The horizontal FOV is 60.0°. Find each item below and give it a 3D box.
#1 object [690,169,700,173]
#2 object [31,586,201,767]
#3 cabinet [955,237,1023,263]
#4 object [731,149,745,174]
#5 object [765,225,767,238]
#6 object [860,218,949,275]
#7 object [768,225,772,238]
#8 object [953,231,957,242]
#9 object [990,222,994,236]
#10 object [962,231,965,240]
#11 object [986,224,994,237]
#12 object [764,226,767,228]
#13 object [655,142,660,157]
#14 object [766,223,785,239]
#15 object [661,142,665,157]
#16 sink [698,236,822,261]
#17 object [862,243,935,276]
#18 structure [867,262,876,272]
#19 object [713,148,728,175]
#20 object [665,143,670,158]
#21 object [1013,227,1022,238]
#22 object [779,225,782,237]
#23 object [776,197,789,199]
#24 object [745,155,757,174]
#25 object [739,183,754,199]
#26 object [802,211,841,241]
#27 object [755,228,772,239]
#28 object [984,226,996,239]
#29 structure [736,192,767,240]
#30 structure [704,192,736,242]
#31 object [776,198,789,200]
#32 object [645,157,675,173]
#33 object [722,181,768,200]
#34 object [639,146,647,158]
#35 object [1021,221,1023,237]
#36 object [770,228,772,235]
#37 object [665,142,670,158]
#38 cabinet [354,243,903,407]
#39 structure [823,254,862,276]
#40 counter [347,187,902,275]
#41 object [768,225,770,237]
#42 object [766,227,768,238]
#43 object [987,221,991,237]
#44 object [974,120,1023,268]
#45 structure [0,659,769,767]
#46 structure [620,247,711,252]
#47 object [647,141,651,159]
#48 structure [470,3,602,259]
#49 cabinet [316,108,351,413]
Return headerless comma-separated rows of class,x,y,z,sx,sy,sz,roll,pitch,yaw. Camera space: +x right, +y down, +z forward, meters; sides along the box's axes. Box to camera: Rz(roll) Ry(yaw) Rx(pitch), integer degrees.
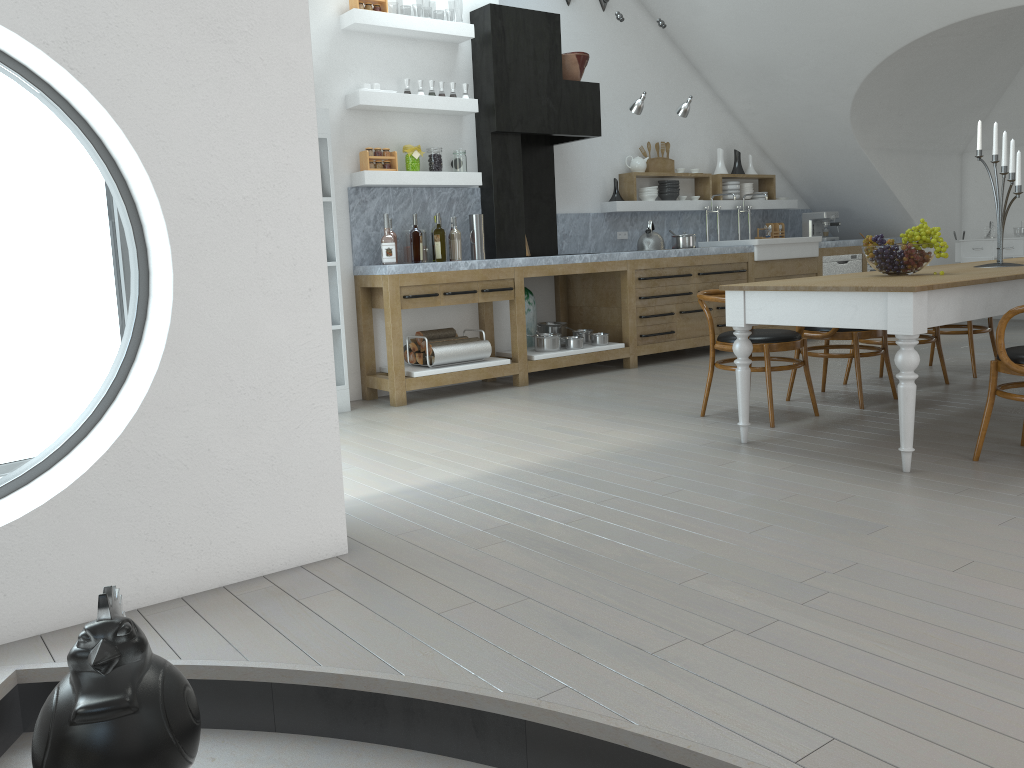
object,1.837,-2.131,8.894,0.099,0.048,0.099,-9,10,-38
object,-0.795,0.688,1.788,0.320,0.560,0.322,1,8,26
cabinet,5.292,-1.144,9.332,0.498,0.786,1.136,-8,10,-36
object,2.357,-2.317,9.261,0.156,0.267,0.156,-7,9,-32
object,2.731,-1.606,9.516,0.019,0.195,0.022,3,9,41
object,1.984,-0.693,4.504,0.393,0.283,0.293,0,8,17
object,2.765,-1.608,9.503,0.040,0.192,0.042,-3,7,0
object,4.864,-1.534,9.674,0.088,0.268,0.029,1,8,27
object,5.193,-1.674,9.597,0.024,0.163,0.039,-6,8,-23
object,4.896,-1.529,9.631,0.029,0.268,0.088,-4,7,-10
object,5.196,-1.664,9.626,0.029,0.136,0.097,-7,9,-33
object,2.736,-1.613,9.542,0.040,0.192,0.042,-3,7,1
object,1.424,-2.200,8.609,0.061,0.298,0.040,-8,9,-39
object,2.867,-1.644,9.653,0.200,0.222,0.104,-8,9,-36
object,1.464,-2.202,8.614,0.057,0.298,0.019,-8,9,-36
sink,2.449,-1.328,8.749,1.023,0.201,0.728,-9,10,-36
object,1.983,-0.635,4.540,0.360,0.159,0.361,3,10,33
structure,3.828,-1.130,9.778,0.633,0.634,0.632,-8,10,-36
object,2.144,-2.284,9.109,0.156,0.267,0.156,4,10,42
object,1.532,-2.216,8.690,0.057,0.293,0.030,-8,9,-36
object,5.234,-1.567,9.179,0.082,0.105,0.082,-6,8,-23
object,2.918,-1.637,9.643,0.040,0.192,0.042,-1,7,14
object,2.920,-2.022,9.704,0.213,0.025,0.214,5,11,40
object,2.532,-2.322,9.404,0.156,0.218,0.156,2,9,35
object,2.462,-2.026,9.315,0.158,0.159,0.154,-4,8,-8
object,3.421,-1.715,9.666,0.325,0.319,0.387,-8,10,-36
object,2.697,-1.589,9.516,0.173,0.171,0.100,-8,9,-34
object,5.189,-1.644,9.625,0.067,0.137,0.101,-8,9,-36
structure,2.491,-1.688,9.103,0.333,0.528,0.215,2,9,34
structure,2.101,-1.626,8.815,0.333,0.528,0.215,2,9,34
object,2.921,-2.013,9.705,0.213,0.025,0.214,5,11,40
object,1.434,-2.120,8.611,0.354,0.157,0.084,-9,9,-36
object,2.447,-2.026,9.334,0.658,0.195,0.198,-9,10,-37
object,1.302,-2.163,8.518,0.199,0.258,0.016,-6,8,-26
object,5.310,-1.606,9.199,0.048,0.169,0.048,3,9,41
object,2.771,-1.598,9.517,0.044,0.178,0.020,3,9,38
object,1.513,-2.210,8.654,0.068,0.297,0.039,-8,9,-36
cabinet,1.487,-0.678,8.264,6.441,1.018,1.005,-9,10,-36
structure,3.226,-0.940,9.347,0.725,0.820,0.599,-8,9,-36
counter,1.493,-1.500,8.228,6.588,0.617,0.963,-9,10,-36
object,2.754,-1.607,9.518,0.018,0.195,0.023,-9,9,-41
object,2.738,-1.594,9.498,0.019,0.178,0.044,0,7,18
object,5.186,-1.680,9.631,0.054,0.174,0.039,-8,9,-36
object,2.775,-1.107,5.034,0.265,0.872,0.777,1,8,27
structure,-0.926,1.418,0.007,4.708,0.691,4.728,-1,9,8
structure,1.343,-1.200,8.054,0.739,0.041,0.648,-9,11,-36
object,1.329,-2.185,8.539,0.055,0.298,0.028,-8,9,-36
structure,0.111,-1.989,7.262,1.077,1.878,0.782,-8,9,-36
cabinet,-1.497,-0.777,5.811,0.643,1.983,0.361,-8,9,-36
